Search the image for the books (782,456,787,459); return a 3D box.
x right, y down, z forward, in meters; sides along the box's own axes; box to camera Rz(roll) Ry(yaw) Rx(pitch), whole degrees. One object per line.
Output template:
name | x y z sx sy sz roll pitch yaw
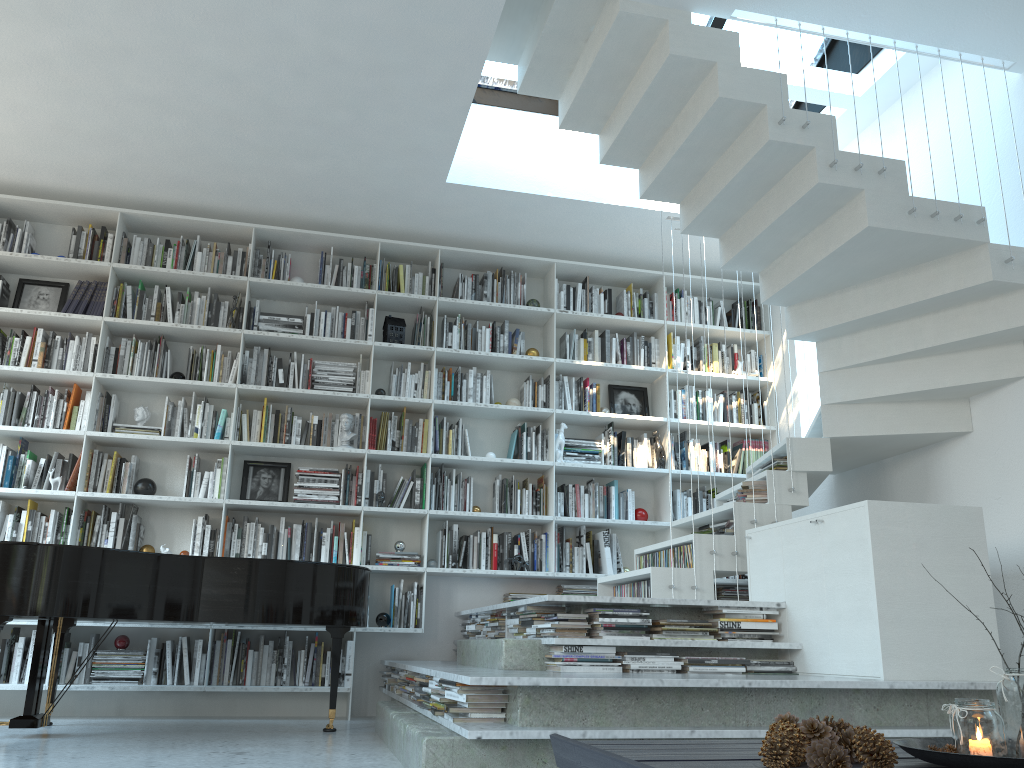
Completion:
books | 1.590 0.454 5.123 0.134 0.007 0.299 2 -17 -4

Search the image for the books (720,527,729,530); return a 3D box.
books | 1.280 0.825 5.058 0.133 0.017 0.179 4 -17 -9

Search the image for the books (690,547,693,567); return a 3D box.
books | 0.972 0.881 4.518 0.125 0.123 0.035 5 -16 -13

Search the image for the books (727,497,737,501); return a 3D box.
books | 1.414 0.691 5.349 0.157 0.014 0.181 5 -17 -14

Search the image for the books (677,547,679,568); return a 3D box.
books | 0.934 0.924 4.673 0.125 0.125 0.007 5 -16 -13

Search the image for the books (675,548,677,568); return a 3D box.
books | 0.927 0.932 4.698 0.125 0.125 0.008 5 -16 -13

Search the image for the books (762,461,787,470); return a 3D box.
books | 1.570 0.473 5.117 0.174 0.009 0.240 2 -17 -4

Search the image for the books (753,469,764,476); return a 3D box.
books | 1.588 0.539 5.407 0.190 0.015 0.231 1 -17 1

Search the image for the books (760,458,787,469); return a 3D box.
books | 1.561 0.462 5.119 0.191 0.013 0.244 2 -17 -2

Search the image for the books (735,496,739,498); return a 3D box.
books | 1.398 0.637 5.070 0.218 0.012 0.156 0 -17 3

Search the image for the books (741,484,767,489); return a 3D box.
books | 1.382 0.562 4.819 0.254 0.005 0.161 -5 -17 19

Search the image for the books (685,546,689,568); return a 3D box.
books | 0.959 0.896 4.569 0.125 0.123 0.034 5 -16 -13

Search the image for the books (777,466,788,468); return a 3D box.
books | 1.576 0.501 5.109 0.154 0.014 0.197 1 -17 0

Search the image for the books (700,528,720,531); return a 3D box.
books | 1.216 0.874 5.268 0.161 0.012 0.195 6 -17 -15

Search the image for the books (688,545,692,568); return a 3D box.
books | 0.968 0.885 4.532 0.125 0.123 0.035 5 -16 -13

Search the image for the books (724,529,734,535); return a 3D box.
books | 1.231 0.802 4.760 0.172 0.019 0.240 -2 -17 11

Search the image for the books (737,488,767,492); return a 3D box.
books | 1.380 0.582 4.811 0.295 0.007 0.146 -5 -18 21

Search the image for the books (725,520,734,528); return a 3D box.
books | 1.243 0.752 4.772 0.168 0.014 0.213 -1 -17 7

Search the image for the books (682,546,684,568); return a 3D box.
books | 0.947 0.908 4.617 0.125 0.125 0.008 5 -16 -13

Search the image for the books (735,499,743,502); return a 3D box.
books | 1.400 0.667 5.048 0.178 0.035 0.222 3 -17 -8

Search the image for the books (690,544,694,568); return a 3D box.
books | 0.973 0.879 4.510 0.125 0.123 0.034 5 -16 -13

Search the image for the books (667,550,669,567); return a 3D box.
books | 0.902 0.962 4.800 0.125 0.125 0.011 5 -16 -13

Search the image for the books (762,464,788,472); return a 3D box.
books | 1.566 0.491 5.111 0.176 0.007 0.255 2 -17 -5

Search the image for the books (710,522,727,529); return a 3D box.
books | 1.256 0.808 5.057 0.177 0.014 0.194 6 -17 -18

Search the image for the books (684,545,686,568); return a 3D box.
books | 0.953 0.902 4.595 0.125 0.125 0.008 5 -16 -13

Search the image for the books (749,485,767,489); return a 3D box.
books | 1.386 0.576 4.830 0.184 0.016 0.179 -3 -17 15

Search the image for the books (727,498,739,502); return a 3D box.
books | 1.411 0.705 5.344 0.157 0.014 0.181 6 -17 -16

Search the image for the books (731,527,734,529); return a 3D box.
books | 1.247 0.789 4.761 0.161 0.007 0.255 -1 -17 7

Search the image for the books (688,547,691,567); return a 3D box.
books | 0.966 0.887 4.539 0.125 0.123 0.034 5 -16 -13

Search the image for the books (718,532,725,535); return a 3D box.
books | 1.267 0.859 5.046 0.149 0.013 0.220 3 -17 -7

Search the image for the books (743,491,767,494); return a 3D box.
books | 1.385 0.603 4.821 0.232 0.011 0.172 -6 -18 22

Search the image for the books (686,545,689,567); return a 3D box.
books | 0.961 0.894 4.561 0.125 0.123 0.035 5 -16 -13

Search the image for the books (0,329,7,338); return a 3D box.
books | -3.205 -0.199 5.533 0.011 0.276 0.164 5 -16 -12

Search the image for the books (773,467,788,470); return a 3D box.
books | 1.565 0.512 5.105 0.187 0.009 0.262 2 -17 -3

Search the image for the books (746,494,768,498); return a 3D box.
books | 1.380 0.616 4.802 0.214 0.014 0.138 -3 -17 14

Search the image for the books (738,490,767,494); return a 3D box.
books | 1.380 0.589 4.809 0.295 0.007 0.146 -4 -17 17

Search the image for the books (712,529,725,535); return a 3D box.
books | 1.254 0.845 5.046 0.189 0.012 0.156 4 -17 -10

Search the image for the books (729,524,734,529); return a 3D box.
books | 1.255 0.772 4.765 0.141 0.028 0.223 -1 -17 6

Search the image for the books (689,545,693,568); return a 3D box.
books | 0.970 0.883 4.524 0.125 0.123 0.036 5 -16 -13

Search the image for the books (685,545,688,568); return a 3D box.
books | 0.955 0.899 4.586 0.125 0.125 0.011 5 -16 -13

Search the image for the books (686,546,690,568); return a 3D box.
books | 0.963 0.892 4.554 0.125 0.122 0.037 5 -16 -13

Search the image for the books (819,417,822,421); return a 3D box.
books | 1.848 0.173 4.849 0.300 0.007 0.159 -2 -17 11

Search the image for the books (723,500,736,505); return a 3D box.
books | 1.400 0.716 5.338 0.173 0.011 0.204 6 -17 -17

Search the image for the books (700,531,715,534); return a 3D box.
books | 1.214 0.889 5.263 0.160 0.009 0.208 6 -17 -16

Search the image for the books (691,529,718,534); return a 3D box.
books | 1.197 0.881 5.261 0.198 0.006 0.189 6 -17 -16

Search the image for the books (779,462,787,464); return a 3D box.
books | 1.580 0.482 5.115 0.144 0.011 0.257 3 -17 -6

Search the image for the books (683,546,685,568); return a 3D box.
books | 0.951 0.904 4.603 0.125 0.125 0.007 5 -16 -13

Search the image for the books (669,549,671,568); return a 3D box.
books | 0.907 0.956 4.781 0.125 0.125 0.016 5 -16 -13

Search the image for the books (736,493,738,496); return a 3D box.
books | 1.398 0.623 5.075 0.166 0.017 0.191 4 -17 -10

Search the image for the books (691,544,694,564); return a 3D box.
books | 0.975 0.877 4.503 0.125 0.123 0.036 5 -16 -13

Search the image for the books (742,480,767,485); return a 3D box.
books | 1.384 0.550 4.831 0.234 0.025 0.158 -6 -18 23

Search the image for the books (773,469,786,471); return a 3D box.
books | 1.556 0.523 5.102 0.191 0.014 0.244 1 -17 0

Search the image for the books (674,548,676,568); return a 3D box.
books | 0.924 0.936 4.712 0.125 0.125 0.007 5 -16 -13

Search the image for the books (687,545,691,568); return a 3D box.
books | 0.965 0.889 4.546 0.125 0.123 0.034 5 -16 -13

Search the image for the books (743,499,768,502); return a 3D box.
books | 1.388 0.645 4.820 0.254 0.007 0.189 -3 -17 14

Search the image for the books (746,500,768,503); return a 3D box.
books | 1.385 0.651 4.808 0.215 0.013 0.190 -5 -17 19

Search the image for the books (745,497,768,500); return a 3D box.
books | 1.384 0.633 4.810 0.222 0.011 0.180 -4 -17 18

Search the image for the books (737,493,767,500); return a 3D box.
books | 1.380 0.607 4.804 0.295 0.006 0.147 -5 -18 21
